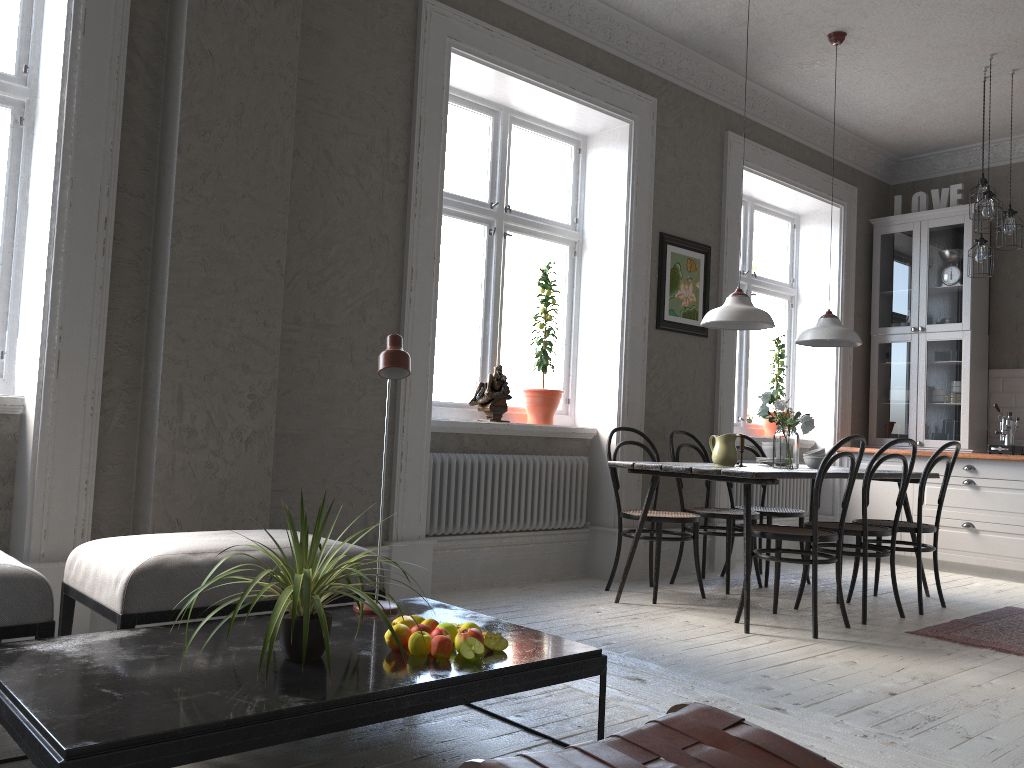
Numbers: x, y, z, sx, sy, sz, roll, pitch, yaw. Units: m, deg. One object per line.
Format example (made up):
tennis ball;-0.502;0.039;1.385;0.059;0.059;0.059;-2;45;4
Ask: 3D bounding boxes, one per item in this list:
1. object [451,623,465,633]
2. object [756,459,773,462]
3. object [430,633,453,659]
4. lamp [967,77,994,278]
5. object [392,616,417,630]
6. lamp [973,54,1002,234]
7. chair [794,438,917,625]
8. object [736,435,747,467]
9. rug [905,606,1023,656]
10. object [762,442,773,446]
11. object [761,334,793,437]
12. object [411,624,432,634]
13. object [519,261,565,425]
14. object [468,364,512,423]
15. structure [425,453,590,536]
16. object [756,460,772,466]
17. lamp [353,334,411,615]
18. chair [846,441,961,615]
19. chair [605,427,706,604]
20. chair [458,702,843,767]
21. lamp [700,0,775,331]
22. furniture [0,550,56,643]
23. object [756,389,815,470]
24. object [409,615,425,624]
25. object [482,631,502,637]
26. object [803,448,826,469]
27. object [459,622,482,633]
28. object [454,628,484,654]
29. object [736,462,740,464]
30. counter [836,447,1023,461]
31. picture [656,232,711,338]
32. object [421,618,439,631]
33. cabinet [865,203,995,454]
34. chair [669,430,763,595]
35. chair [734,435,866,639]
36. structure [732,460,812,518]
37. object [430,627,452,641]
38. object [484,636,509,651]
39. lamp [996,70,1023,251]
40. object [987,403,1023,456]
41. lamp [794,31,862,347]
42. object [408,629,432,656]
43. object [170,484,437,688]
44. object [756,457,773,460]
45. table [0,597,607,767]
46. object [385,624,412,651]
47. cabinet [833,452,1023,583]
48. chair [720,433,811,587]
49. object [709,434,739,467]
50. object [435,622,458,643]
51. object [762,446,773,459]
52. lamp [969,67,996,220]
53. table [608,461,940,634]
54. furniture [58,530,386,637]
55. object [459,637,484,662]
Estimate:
object;-0.147;0.667;2.377;0.067;0.039;0.063;5;-4;-36
object;1.547;0.456;5.171;0.235;0.027;0.240;2;-3;16
object;-0.172;0.646;2.176;0.057;0.058;0.057;4;-3;-17
lamp;3.061;-1.561;5.757;0.145;1.735;0.148;2;-3;15
object;-0.286;0.644;2.329;0.072;0.066;0.066;5;-4;-37
lamp;2.934;-1.794;5.435;0.146;1.735;0.147;2;-3;5
chair;1.781;0.731;4.576;0.446;0.921;0.538;5;-4;-34
object;1.212;0.353;4.672;0.060;0.167;0.058;4;-4;-28
rug;2.558;1.204;4.311;1.316;0.014;0.720;5;-4;-41
object;1.550;0.392;5.174;0.176;0.094;0.183;0;-4;40
object;2.075;0.014;6.949;0.263;0.813;0.257;4;-3;-14
object;-0.237;0.649;2.287;0.057;0.056;0.061;0;-4;35
object;0.192;-0.252;5.267;0.270;0.991;0.269;3;-3;-2
object;-0.122;0.049;4.982;0.242;0.329;0.117;5;-4;-40
structure;-0.014;0.607;4.944;1.249;0.428;0.145;6;-4;-43
object;1.547;0.465;5.170;0.241;0.027;0.233;4;-3;-24
lamp;-0.390;0.272;2.670;0.138;0.839;0.250;3;-3;-5
chair;2.162;0.765;4.890;0.447;0.921;0.537;6;-4;-44
chair;0.786;0.703;4.908;0.446;0.921;0.538;5;-4;-34
chair;0.431;0.582;1.122;0.518;0.721;0.995;6;-4;-41
lamp;1.210;-1.221;4.624;0.381;1.859;0.378;3;-3;-4
furniture;-1.675;0.658;2.196;0.845;0.476;0.571;5;-4;-41
object;1.430;0.236;4.625;0.257;0.414;0.305;6;-4;-43
object;-0.266;0.655;2.403;0.067;0.055;0.060;2;-3;16
object;-0.051;0.671;2.350;0.062;0.036;0.047;5;-4;-31
object;1.722;0.420;5.042;0.130;0.119;0.122;4;-3;-26
object;-0.109;0.654;2.310;0.058;0.062;0.065;1;-4;30
object;-0.107;0.648;2.233;0.076;0.064;0.074;3;-3;-11
object;1.262;0.408;5.148;0.137;0.112;0.142;1;-4;31
counter;2.933;0.436;5.228;3.462;0.039;3.094;5;-4;-41
picture;1.121;-0.633;5.743;0.532;0.620;0.019;6;-4;-41
object;-0.218;0.653;2.351;0.056;0.058;0.059;1;-4;31
cabinet;3.347;-0.398;7.114;0.396;1.921;0.861;6;-4;-41
chair;1.207;0.742;5.286;0.447;0.921;0.537;6;-4;-44
chair;1.376;0.692;4.212;0.447;0.921;0.537;6;-4;-44
structure;1.918;0.789;6.657;1.249;0.428;0.145;6;-4;-43
object;-0.182;0.648;2.250;0.055;0.058;0.060;0;-4;39
object;-0.044;0.667;2.278;0.067;0.037;0.047;4;-3;-15
lamp;3.179;-1.721;5.635;0.144;1.735;0.149;1;-4;35
object;3.634;0.337;6.538;0.361;0.370;0.201;6;-4;-41
lamp;1.892;-1.157;5.228;0.387;1.859;0.372;5;-4;-34
object;-0.227;0.641;2.203;0.062;0.063;0.061;3;-3;-10
object;-0.460;0.456;2.122;0.673;0.420;0.720;4;-3;-23
object;1.548;0.448;5.171;0.240;0.027;0.234;4;-3;-19
table;-0.528;0.810;2.205;1.338;0.303;0.831;5;-4;-41
object;-0.287;0.639;2.237;0.071;0.066;0.069;4;-4;-26
cabinet;3.318;0.851;4.972;1.981;0.854;4.209;2;-3;6
chair;1.590;0.777;5.602;0.446;0.921;0.539;5;-4;-29
object;1.114;0.346;4.656;0.148;0.170;0.136;2;-3;10
object;-0.172;0.652;2.311;0.061;0.058;0.061;3;-3;3
object;1.549;0.412;5.173;0.176;0.094;0.183;0;-4;40
lamp;3.000;-1.911;5.620;0.144;1.735;0.149;1;-4;35
table;1.499;0.829;4.911;1.960;0.735;0.886;5;-4;-41
furniture;-0.924;0.729;2.862;0.845;0.476;0.571;5;-4;-41
object;-0.102;0.651;2.167;0.061;0.053;0.057;5;-4;-35
